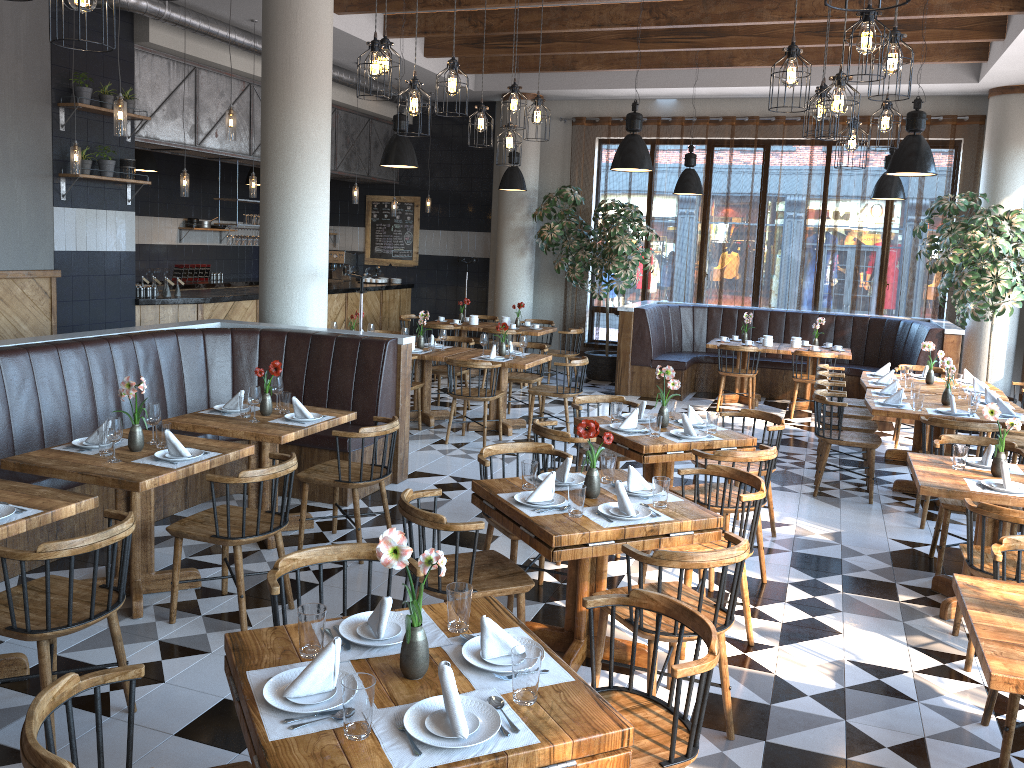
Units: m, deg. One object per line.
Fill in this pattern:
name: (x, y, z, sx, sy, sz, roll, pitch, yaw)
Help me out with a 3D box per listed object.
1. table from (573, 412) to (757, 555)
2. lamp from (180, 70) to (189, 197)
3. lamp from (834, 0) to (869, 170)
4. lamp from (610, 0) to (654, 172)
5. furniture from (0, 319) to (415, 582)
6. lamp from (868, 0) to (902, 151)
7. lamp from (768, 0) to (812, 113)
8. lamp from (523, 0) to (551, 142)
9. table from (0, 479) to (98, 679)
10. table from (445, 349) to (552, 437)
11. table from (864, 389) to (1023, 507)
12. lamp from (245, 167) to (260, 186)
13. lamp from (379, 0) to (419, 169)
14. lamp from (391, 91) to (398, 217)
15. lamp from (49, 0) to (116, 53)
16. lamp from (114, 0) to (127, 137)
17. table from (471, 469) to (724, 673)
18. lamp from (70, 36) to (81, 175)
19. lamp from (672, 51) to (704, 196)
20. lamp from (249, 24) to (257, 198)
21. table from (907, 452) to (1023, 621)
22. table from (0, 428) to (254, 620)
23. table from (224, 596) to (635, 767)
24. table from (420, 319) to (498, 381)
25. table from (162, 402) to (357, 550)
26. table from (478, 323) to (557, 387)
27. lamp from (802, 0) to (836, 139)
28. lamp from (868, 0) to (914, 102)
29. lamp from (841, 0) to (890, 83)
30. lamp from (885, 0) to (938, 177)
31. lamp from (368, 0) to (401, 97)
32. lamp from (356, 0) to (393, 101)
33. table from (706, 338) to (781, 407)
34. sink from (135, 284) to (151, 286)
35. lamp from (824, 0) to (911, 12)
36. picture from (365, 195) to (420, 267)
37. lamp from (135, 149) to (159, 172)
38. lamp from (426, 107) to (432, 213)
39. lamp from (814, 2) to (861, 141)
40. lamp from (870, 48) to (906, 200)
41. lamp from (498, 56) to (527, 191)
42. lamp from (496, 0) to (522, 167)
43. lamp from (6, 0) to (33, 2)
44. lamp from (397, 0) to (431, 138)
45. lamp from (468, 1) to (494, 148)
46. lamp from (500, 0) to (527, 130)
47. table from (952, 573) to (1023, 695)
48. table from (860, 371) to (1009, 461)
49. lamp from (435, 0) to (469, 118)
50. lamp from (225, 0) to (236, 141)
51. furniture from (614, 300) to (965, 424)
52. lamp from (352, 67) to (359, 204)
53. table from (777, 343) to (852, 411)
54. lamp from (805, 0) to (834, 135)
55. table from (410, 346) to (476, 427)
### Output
table: (0.963, 0.659, 5.820, 0.864, 0.760, 0.869, -1, 9, -25)
lamp: (-3.060, -2.744, 8.291, 0.078, 1.954, 0.078, -3, 9, -38)
lamp: (2.127, -2.350, 5.336, 0.175, 2.060, 0.176, 3, 7, 5)
lamp: (1.106, -2.822, 7.784, 0.390, 1.855, 0.392, 3, 7, 7)
furniture: (-2.808, 0.541, 4.283, 1.920, 1.144, 6.616, 6, 9, 19)
lamp: (2.347, -2.478, 5.376, 0.175, 2.060, 0.176, -1, 8, -28)
lamp: (1.346, -2.311, 4.052, 0.175, 2.060, 0.176, 3, 7, 5)
lamp: (0.216, -2.734, 6.101, 0.175, 2.060, 0.175, 6, 8, 26)
table: (-2.327, 0.871, 3.574, 0.851, 0.760, 0.854, 5, 9, 19)
table: (-0.139, 0.093, 9.045, 0.851, 0.760, 0.854, 5, 9, 19)
table: (3.495, 0.548, 7.226, 1.217, 0.760, 1.219, 6, 9, 23)
lamp: (-3.746, -3.414, 13.092, 0.390, 0.932, 0.392, -1, 8, -28)
lamp: (-1.062, -3.043, 8.554, 0.390, 1.855, 0.392, 2, 7, -3)
lamp: (-1.608, -3.315, 12.285, 0.078, 1.954, 0.078, -3, 9, -41)
lamp: (-1.287, -2.070, 2.631, 0.175, 2.060, 0.176, 3, 7, 3)
lamp: (-2.467, -2.560, 5.570, 0.078, 1.954, 0.078, -1, 8, -30)
table: (0.351, 0.901, 4.136, 0.864, 0.760, 0.869, -1, 9, -25)
lamp: (-3.494, -2.672, 7.075, 0.078, 1.954, 0.078, 2, 7, -5)
lamp: (2.218, -3.262, 10.842, 0.391, 1.855, 0.392, 5, 7, 22)
lamp: (-2.700, -2.944, 9.267, 0.078, 1.954, 0.078, 3, 7, 5)
table: (2.636, 0.885, 4.879, 0.851, 0.760, 0.854, 5, 9, 19)
table: (-1.956, 0.724, 4.594, 0.851, 0.760, 0.854, 5, 9, 19)
table: (-0.282, 1.152, 2.396, 0.864, 0.760, 0.869, -1, 9, -25)
table: (-0.730, -0.474, 12.418, 0.851, 0.760, 0.854, 5, 9, 19)
table: (-1.580, 0.576, 5.626, 0.851, 0.760, 0.854, 5, 9, 19)
table: (0.072, -0.392, 12.134, 0.851, 0.760, 0.854, 5, 9, 19)
lamp: (1.920, -2.529, 5.304, 0.175, 2.060, 0.176, 2, 7, -6)
lamp: (1.743, -2.308, 3.870, 0.175, 2.060, 0.175, 6, 8, 27)
lamp: (1.577, -2.351, 3.741, 0.175, 2.060, 0.175, 8, 9, 38)
lamp: (3.251, -2.604, 7.023, 0.390, 1.855, 0.392, 2, 7, -3)
lamp: (-0.658, -2.612, 4.743, 0.175, 2.060, 0.176, 1, 7, -10)
lamp: (-0.681, -2.524, 4.544, 0.175, 2.060, 0.176, 0, 7, -21)
table: (2.950, -0.139, 11.361, 0.851, 0.760, 0.854, 5, 9, 19)
sink: (-5.409, -1.429, 11.897, 0.588, 0.482, 0.979, 5, 9, 19)
lamp: (0.804, -1.837, 1.767, 0.175, 2.060, 0.176, 4, 7, 14)
picture: (-1.969, -2.508, 14.548, 0.981, 1.136, 0.021, 5, 7, 19)
lamp: (-4.547, -3.097, 10.888, 0.391, 0.932, 0.392, -3, 9, -38)
lamp: (-1.226, -3.568, 13.311, 0.078, 1.954, 0.078, -3, 9, -38)
lamp: (1.549, -2.161, 3.997, 0.175, 2.060, 0.175, 8, 9, 38)
lamp: (4.363, -3.044, 10.081, 0.391, 1.855, 0.391, 7, 8, 32)
lamp: (0.049, -3.483, 11.612, 0.390, 1.855, 0.392, 0, 7, -23)
lamp: (0.021, -2.587, 6.225, 0.175, 2.060, 0.175, 8, 8, 37)
lamp: (-1.493, -2.198, 2.551, 0.175, 2.060, 0.176, -1, 8, -30)
lamp: (-0.484, -2.354, 4.632, 0.175, 2.060, 0.176, 1, 7, -10)
lamp: (-0.184, -2.736, 6.275, 0.175, 2.060, 0.176, 3, 7, 4)
lamp: (0.052, -2.777, 5.969, 0.175, 2.060, 0.175, 8, 8, 37)
table: (1.887, 1.181, 2.819, 0.851, 0.760, 0.854, 5, 9, 19)
table: (3.924, 0.378, 8.406, 1.217, 0.760, 1.219, 6, 9, 23)
lamp: (-0.286, -2.492, 4.726, 0.175, 2.060, 0.175, -4, 9, -43)
lamp: (-2.085, -2.814, 6.595, 0.078, 1.954, 0.078, 2, 7, -5)
furniture: (3.558, -0.364, 11.719, 4.042, 1.144, 1.926, 6, 9, 19)
lamp: (-1.968, -3.282, 11.269, 0.078, 1.954, 0.078, 6, 8, 27)
table: (3.752, -0.057, 11.076, 0.851, 0.760, 0.854, 5, 9, 19)
lamp: (1.997, -2.613, 5.491, 0.175, 2.060, 0.176, 3, 7, 5)
table: (-0.940, 0.012, 9.330, 0.851, 0.760, 0.854, 5, 9, 19)
